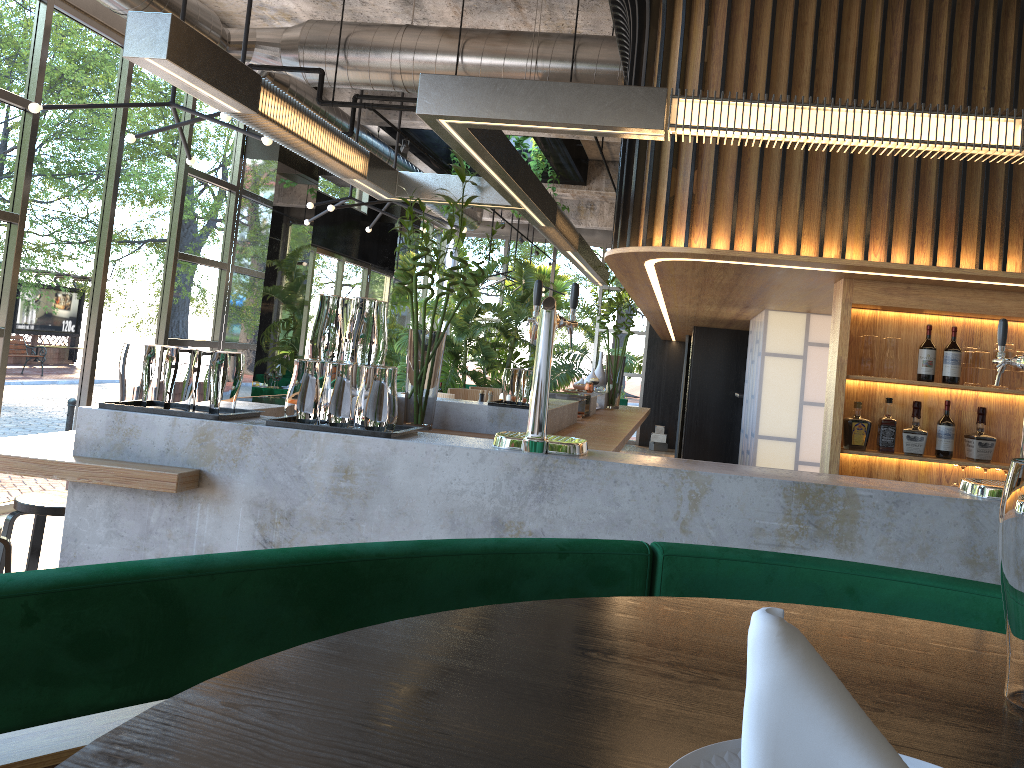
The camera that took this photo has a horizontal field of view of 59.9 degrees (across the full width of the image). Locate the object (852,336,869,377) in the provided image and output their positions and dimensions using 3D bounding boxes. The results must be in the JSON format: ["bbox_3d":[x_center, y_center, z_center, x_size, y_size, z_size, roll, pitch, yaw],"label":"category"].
[{"bbox_3d":[1.847,-0.146,4.666,0.101,0.210,0.110,3,-3,43],"label":"object"}]

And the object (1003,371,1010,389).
[{"bbox_3d":[2.527,-0.022,4.593,0.086,0.092,0.091,5,-1,19],"label":"object"}]

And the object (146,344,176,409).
[{"bbox_3d":[-1.165,-0.023,2.933,0.102,0.210,0.108,5,-2,24],"label":"object"}]

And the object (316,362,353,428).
[{"bbox_3d":[-0.549,0.037,2.772,0.107,0.210,0.104,6,-2,-7],"label":"object"}]

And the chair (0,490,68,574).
[{"bbox_3d":[-1.923,0.837,3.786,0.518,0.698,0.510,5,-1,-3],"label":"chair"}]

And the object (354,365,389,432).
[{"bbox_3d":[-0.430,0.049,2.752,0.107,0.210,0.104,6,-2,-7],"label":"object"}]

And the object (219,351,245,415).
[{"bbox_3d":[-0.940,-0.001,2.913,0.105,0.210,0.105,5,-2,3],"label":"object"}]

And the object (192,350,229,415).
[{"bbox_3d":[-0.955,0.001,2.798,0.105,0.210,0.105,5,-2,3],"label":"object"}]

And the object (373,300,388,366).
[{"bbox_3d":[-0.454,-0.168,2.888,0.107,0.210,0.104,6,-2,-7],"label":"object"}]

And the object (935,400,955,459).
[{"bbox_3d":[2.227,0.231,4.558,0.090,0.299,0.083,7,-3,-33],"label":"object"}]

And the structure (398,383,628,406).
[{"bbox_3d":[-0.434,0.444,7.026,5.966,1.551,20.313,6,2,10],"label":"structure"}]

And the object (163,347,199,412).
[{"bbox_3d":[-1.070,-0.012,2.863,0.102,0.210,0.108,5,-2,24],"label":"object"}]

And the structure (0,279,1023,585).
[{"bbox_3d":[1.754,0.590,5.896,5.783,1.733,7.196,6,2,9],"label":"structure"}]

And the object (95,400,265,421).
[{"bbox_3d":[-1.070,0.083,2.884,0.433,0.019,0.275,6,2,7],"label":"object"}]

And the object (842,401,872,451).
[{"bbox_3d":[1.783,0.215,4.595,0.152,0.249,0.093,6,-3,-4],"label":"object"}]

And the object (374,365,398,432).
[{"bbox_3d":[-0.419,0.046,2.870,0.107,0.210,0.104,6,-2,-7],"label":"object"}]

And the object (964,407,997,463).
[{"bbox_3d":[2.409,0.258,4.566,0.124,0.280,0.122,6,-2,-3],"label":"object"}]

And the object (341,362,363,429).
[{"bbox_3d":[-0.535,0.035,2.881,0.107,0.210,0.104,6,-2,-7],"label":"object"}]

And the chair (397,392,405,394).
[{"bbox_3d":[-0.658,0.573,6.747,0.568,0.972,0.524,7,-2,-31],"label":"chair"}]

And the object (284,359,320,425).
[{"bbox_3d":[-0.654,0.027,2.794,0.105,0.210,0.105,5,-2,3],"label":"object"}]

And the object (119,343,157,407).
[{"bbox_3d":[-1.197,-0.022,2.827,0.102,0.210,0.108,5,-2,24],"label":"object"}]

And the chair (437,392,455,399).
[{"bbox_3d":[-0.498,0.561,7.556,0.526,0.972,0.567,4,-2,32],"label":"chair"}]

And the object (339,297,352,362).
[{"bbox_3d":[-0.570,-0.178,2.891,0.107,0.210,0.104,6,-2,-7],"label":"object"}]

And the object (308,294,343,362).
[{"bbox_3d":[-0.583,-0.177,2.800,0.107,0.210,0.104,6,-2,-7],"label":"object"}]

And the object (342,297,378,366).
[{"bbox_3d":[-0.470,-0.165,2.776,0.107,0.210,0.104,6,-2,-7],"label":"object"}]

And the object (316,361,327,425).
[{"bbox_3d":[-0.646,0.024,2.905,0.105,0.210,0.105,5,-2,3],"label":"object"}]

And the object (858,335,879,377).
[{"bbox_3d":[1.831,-0.144,4.554,0.101,0.210,0.110,3,-3,43],"label":"object"}]

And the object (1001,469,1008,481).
[{"bbox_3d":[2.476,0.548,4.462,0.089,0.246,0.096,4,-3,37],"label":"object"}]

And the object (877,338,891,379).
[{"bbox_3d":[1.961,-0.135,4.642,0.101,0.210,0.110,3,-3,43],"label":"object"}]

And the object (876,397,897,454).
[{"bbox_3d":[1.936,0.212,4.581,0.082,0.283,0.083,5,-3,8],"label":"object"}]

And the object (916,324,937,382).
[{"bbox_3d":[2.139,-0.158,4.572,0.090,0.300,0.083,7,-3,-33],"label":"object"}]

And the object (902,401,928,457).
[{"bbox_3d":[2.069,0.227,4.553,0.120,0.280,0.126,5,-3,22],"label":"object"}]

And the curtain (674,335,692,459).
[{"bbox_3d":[2.887,0.226,14.950,0.120,2.063,3.306,5,0,11],"label":"curtain"}]

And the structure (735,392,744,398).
[{"bbox_3d":[2.754,0.612,9.946,0.544,1.599,0.846,5,-2,9],"label":"structure"}]

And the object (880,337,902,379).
[{"bbox_3d":[1.948,-0.133,4.551,0.101,0.210,0.110,3,-3,43],"label":"object"}]

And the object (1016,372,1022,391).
[{"bbox_3d":[2.652,-0.010,4.591,0.085,0.092,0.092,5,-1,33],"label":"object"}]

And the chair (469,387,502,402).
[{"bbox_3d":[-0.213,0.536,9.108,0.533,0.972,0.559,5,-2,19],"label":"chair"}]

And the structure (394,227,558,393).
[{"bbox_3d":[-0.570,-0.688,13.911,2.456,3.446,2.637,6,-1,-6],"label":"structure"}]

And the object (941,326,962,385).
[{"bbox_3d":[2.251,-0.146,4.536,0.090,0.299,0.083,7,-3,-33],"label":"object"}]

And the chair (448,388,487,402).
[{"bbox_3d":[-0.370,0.548,8.304,0.561,0.972,0.532,6,-2,-16],"label":"chair"}]

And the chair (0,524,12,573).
[{"bbox_3d":[-2.060,0.847,3.079,0.499,0.698,0.528,5,-1,22],"label":"chair"}]

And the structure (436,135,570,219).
[{"bbox_3d":[0.016,-3.026,12.531,2.081,1.520,1.469,5,-1,38],"label":"structure"}]

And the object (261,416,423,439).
[{"bbox_3d":[-0.532,0.135,2.825,0.433,0.019,0.275,6,2,7],"label":"object"}]

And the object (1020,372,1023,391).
[{"bbox_3d":[2.596,-0.011,4.460,0.085,0.092,0.092,5,-1,33],"label":"object"}]

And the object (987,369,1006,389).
[{"bbox_3d":[2.464,-0.025,4.524,0.089,0.092,0.088,5,-1,-1],"label":"object"}]
